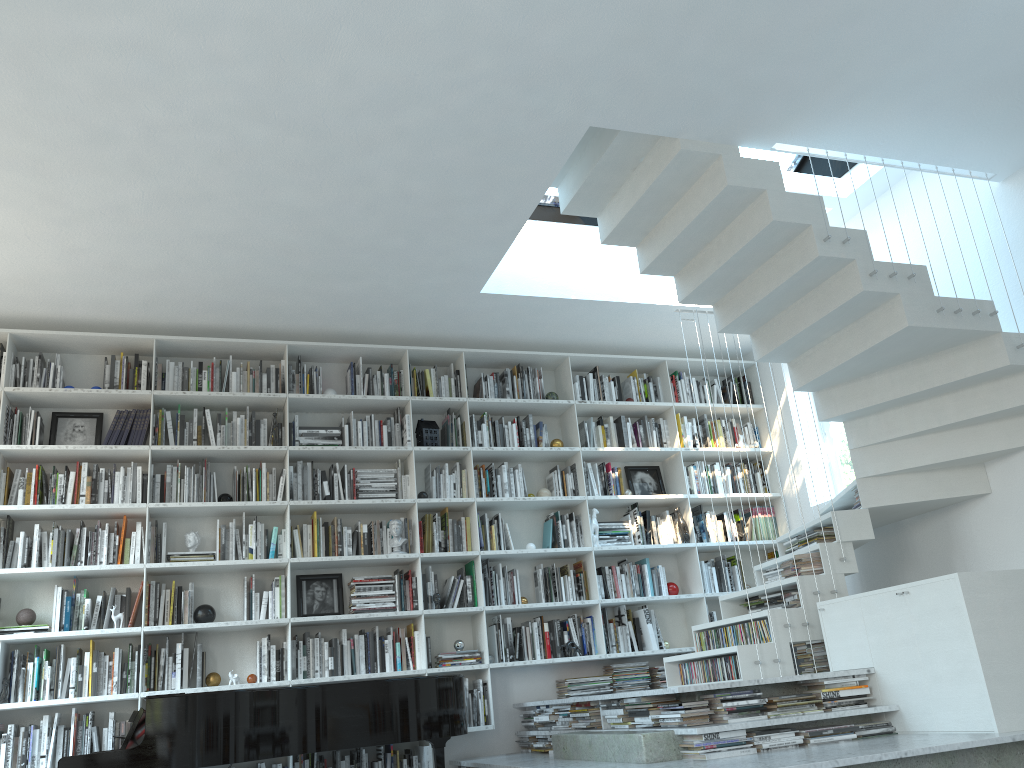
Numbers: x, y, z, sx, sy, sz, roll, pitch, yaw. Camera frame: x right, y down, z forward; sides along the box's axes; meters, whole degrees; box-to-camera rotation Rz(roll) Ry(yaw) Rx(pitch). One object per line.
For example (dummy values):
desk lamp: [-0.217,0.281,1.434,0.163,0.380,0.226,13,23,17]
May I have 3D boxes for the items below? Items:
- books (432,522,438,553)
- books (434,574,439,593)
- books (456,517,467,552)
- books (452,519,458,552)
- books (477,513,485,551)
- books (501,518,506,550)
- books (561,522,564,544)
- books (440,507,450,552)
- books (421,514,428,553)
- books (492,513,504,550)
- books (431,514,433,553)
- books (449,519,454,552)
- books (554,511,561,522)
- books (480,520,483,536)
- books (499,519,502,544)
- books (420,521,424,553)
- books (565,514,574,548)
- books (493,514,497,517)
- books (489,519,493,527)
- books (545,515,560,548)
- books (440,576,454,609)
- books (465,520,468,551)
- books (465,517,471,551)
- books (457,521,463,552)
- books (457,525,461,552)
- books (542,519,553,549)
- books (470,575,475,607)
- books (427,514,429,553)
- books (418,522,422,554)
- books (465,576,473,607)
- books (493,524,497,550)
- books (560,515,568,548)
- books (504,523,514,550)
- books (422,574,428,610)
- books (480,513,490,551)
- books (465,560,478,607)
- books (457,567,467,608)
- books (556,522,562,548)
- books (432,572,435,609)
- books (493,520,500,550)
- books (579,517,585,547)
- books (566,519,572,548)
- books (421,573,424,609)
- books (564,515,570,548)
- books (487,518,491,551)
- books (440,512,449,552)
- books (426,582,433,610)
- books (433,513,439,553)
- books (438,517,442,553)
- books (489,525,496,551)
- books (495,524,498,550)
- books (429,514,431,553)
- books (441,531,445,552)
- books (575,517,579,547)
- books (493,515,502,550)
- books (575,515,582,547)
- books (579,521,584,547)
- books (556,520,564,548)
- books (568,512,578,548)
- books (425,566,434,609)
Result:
books: [-0.549,1.087,6.127,0.015,0.231,0.180,1,-21,-20]
books: [-0.527,1.428,6.020,0.035,0.247,0.141,1,-21,-20]
books: [-0.355,1.078,6.206,0.032,0.265,0.143,1,-21,-20]
books: [-0.416,1.079,6.157,0.027,0.241,0.189,1,-21,-20]
books: [-0.247,1.068,6.241,0.035,0.286,0.192,1,-21,-20]
books: [-0.079,1.095,6.312,0.007,0.253,0.161,1,-21,-20]
books: [0.341,1.119,6.458,0.007,0.229,0.147,1,-21,-20]
books: [-0.466,1.041,6.178,0.021,0.336,0.170,1,-21,-20]
books: [-0.606,1.056,6.116,0.035,0.292,0.145,1,-21,-20]
books: [-0.099,1.076,6.303,0.013,0.286,0.159,1,-21,-20]
books: [-0.574,1.061,6.138,0.035,0.292,0.145,1,-21,-20]
books: [-0.446,1.082,6.173,0.033,0.252,0.175,1,-21,-20]
books: [0.329,1.088,6.465,0.013,0.294,0.154,1,-21,-20]
books: [-0.231,1.096,6.258,0.007,0.243,0.146,1,-21,-20]
books: [-0.108,1.082,6.297,0.006,0.272,0.167,1,-21,-20]
books: [-0.641,1.086,6.122,0.013,0.246,0.177,1,-21,-20]
books: [0.399,1.098,6.481,0.032,0.273,0.155,1,-21,-20]
books: [-0.102,1.085,6.346,0.011,0.299,0.089,1,-21,-20]
books: [-0.153,1.095,6.275,0.008,0.241,0.169,1,-21,-20]
books: [0.293,1.098,6.436,0.021,0.263,0.175,1,-21,-20]
books: [-0.455,1.432,6.014,0.095,0.227,0.190,1,-21,-20]
books: [-0.341,1.092,6.222,0.019,0.247,0.149,1,-21,-20]
books: [-0.323,1.082,6.230,0.033,0.267,0.142,1,-21,-20]
books: [-0.377,1.092,6.198,0.028,0.238,0.146,1,-21,-20]
books: [-0.394,1.101,6.166,0.034,0.203,0.182,1,-21,-20]
books: [0.257,1.111,6.426,0.056,0.240,0.154,1,-21,-20]
books: [-0.295,1.440,6.084,0.021,0.225,0.149,1,-21,-20]
books: [-0.598,1.060,6.130,0.035,0.292,0.145,1,-21,-20]
books: [-0.651,1.083,6.106,0.014,0.243,0.145,1,-21,-20]
books: [-0.315,1.437,6.065,0.029,0.222,0.171,1,-21,-20]
books: [-0.142,1.111,6.273,0.014,0.208,0.157,1,-21,-20]
books: [0.356,1.099,6.455,0.018,0.262,0.165,1,-21,-20]
books: [-0.040,1.108,6.290,0.051,0.209,0.177,1,-21,-20]
books: [-0.605,1.422,5.988,0.028,0.252,0.143,1,-21,-20]
books: [-0.199,1.068,6.240,0.013,0.278,0.192,1,-21,-20]
books: [-0.282,1.393,6.104,0.014,0.323,0.183,1,-21,-20]
books: [-0.344,1.414,6.087,0.013,0.284,0.139,1,-21,-20]
books: [0.317,1.121,6.429,0.006,0.209,0.188,1,-21,-20]
books: [-0.550,1.419,6.014,0.012,0.265,0.158,1,-21,-20]
books: [-0.123,1.097,6.289,0.017,0.242,0.133,1,-21,-20]
books: [0.492,1.110,6.497,0.010,0.244,0.159,1,-21,-20]
books: [0.388,1.115,6.452,0.012,0.223,0.178,1,-21,-20]
books: [-0.631,1.417,5.984,0.024,0.262,0.154,1,-21,-20]
books: [0.372,1.101,6.460,0.015,0.258,0.152,1,-21,-20]
books: [-0.181,1.090,6.271,0.013,0.255,0.145,1,-21,-20]
books: [-0.470,1.055,6.149,0.019,0.292,0.183,1,-21,-20]
books: [-0.569,1.444,5.969,0.027,0.191,0.183,1,-21,-20]
books: [-0.535,1.057,6.140,0.019,0.293,0.164,1,-21,-20]
books: [-0.524,1.074,6.164,0.035,0.277,0.139,1,-21,-20]
books: [-0.154,1.109,6.239,0.017,0.191,0.192,1,-21,-20]
books: [-0.129,1.107,6.270,0.007,0.211,0.158,1,-21,-20]
books: [-0.581,1.056,6.121,0.035,0.292,0.145,1,-21,-20]
books: [-0.496,1.121,6.159,0.030,0.180,0.132,1,-21,-20]
books: [0.445,1.113,6.491,0.013,0.244,0.159,1,-21,-20]
books: [-0.111,1.082,6.290,0.006,0.269,0.179,1,-21,-20]
books: [0.462,1.103,6.481,0.011,0.251,0.169,1,-21,-20]
books: [0.475,1.128,6.494,0.023,0.211,0.165,1,-21,-20]
books: [0.326,1.117,6.434,0.013,0.218,0.188,1,-21,-20]
books: [0.427,1.091,6.469,0.012,0.272,0.184,1,-21,-20]
books: [-0.561,1.396,6.008,0.013,0.305,0.141,1,-21,-20]
